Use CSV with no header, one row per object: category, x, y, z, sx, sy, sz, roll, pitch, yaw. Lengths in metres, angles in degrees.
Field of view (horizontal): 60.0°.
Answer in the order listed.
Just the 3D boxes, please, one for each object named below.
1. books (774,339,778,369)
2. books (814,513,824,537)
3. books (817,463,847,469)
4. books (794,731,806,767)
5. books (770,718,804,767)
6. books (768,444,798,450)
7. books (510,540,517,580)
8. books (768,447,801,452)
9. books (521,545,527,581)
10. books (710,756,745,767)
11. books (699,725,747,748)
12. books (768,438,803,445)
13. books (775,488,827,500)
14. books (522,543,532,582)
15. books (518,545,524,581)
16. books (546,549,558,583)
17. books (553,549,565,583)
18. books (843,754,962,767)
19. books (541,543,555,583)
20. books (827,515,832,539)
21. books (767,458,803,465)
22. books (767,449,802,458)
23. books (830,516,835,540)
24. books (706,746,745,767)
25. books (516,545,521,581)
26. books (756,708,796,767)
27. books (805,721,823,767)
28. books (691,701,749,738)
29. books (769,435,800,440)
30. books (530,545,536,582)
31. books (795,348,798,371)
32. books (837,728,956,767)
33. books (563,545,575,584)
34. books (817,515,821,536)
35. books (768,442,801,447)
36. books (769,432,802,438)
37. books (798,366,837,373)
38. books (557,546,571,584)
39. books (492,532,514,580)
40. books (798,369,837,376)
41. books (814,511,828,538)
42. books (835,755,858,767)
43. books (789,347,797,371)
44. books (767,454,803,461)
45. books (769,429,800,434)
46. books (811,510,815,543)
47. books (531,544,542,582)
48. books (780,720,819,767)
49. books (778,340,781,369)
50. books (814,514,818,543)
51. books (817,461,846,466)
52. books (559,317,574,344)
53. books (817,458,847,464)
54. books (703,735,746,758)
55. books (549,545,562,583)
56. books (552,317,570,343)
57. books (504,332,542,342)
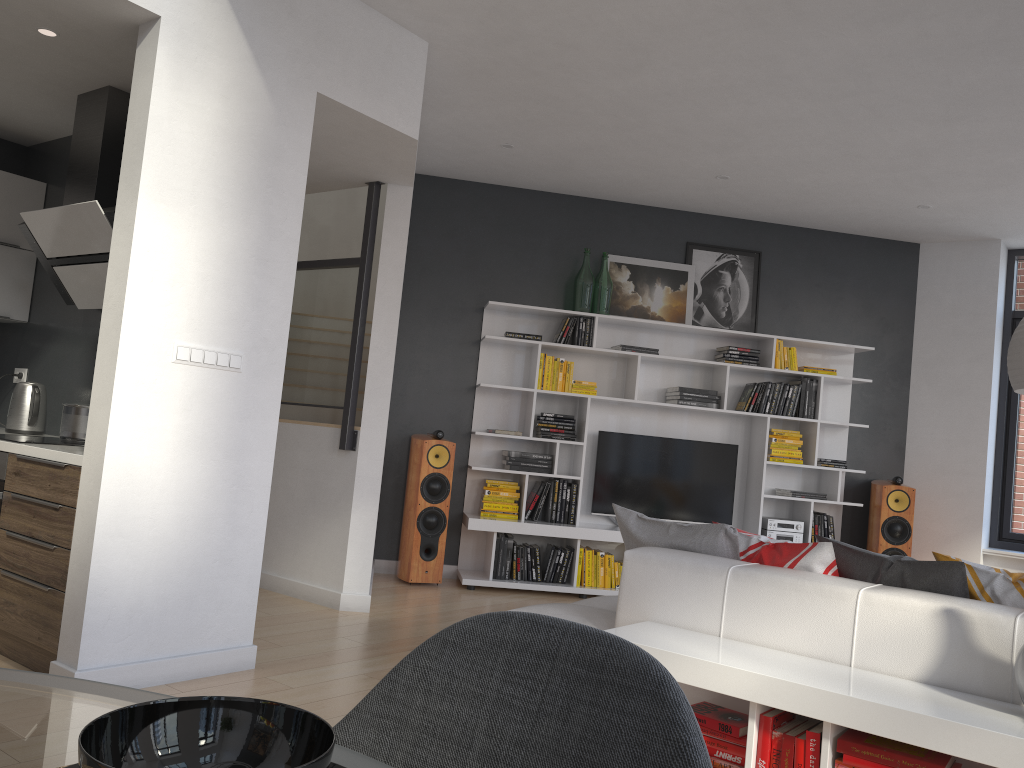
books,1.996,-0.224,6.794,0.041,0.229,0.161,6,-4,-9
books,2.341,1.116,6.800,0.050,0.242,0.169,6,-4,-8
books,2.443,0.631,6.831,0.213,0.023,0.161,6,-4,-4
books,0.829,1.099,2.466,0.042,0.259,0.195,3,-5,37
books,0.777,1.099,2.516,0.031,0.255,0.181,3,-5,37
books,2.073,0.486,6.836,0.217,0.023,0.145,6,-4,-4
books,0.004,1.266,6.403,0.053,0.268,0.202,6,-4,-8
books,2.077,0.505,6.855,0.251,0.014,0.189,6,-4,-5
books,0.083,1.287,6.395,0.050,0.242,0.169,6,-4,-8
books,0.622,1.118,2.685,0.257,0.025,0.182,3,-5,37
books,0.629,1.040,2.694,0.254,0.025,0.178,3,-5,37
books,2.097,0.443,6.857,0.239,0.033,0.176,6,-4,-5
books,2.224,0.850,6.835,0.310,0.047,0.250,7,-4,-12
books,0.110,1.285,6.410,0.066,0.255,0.193,6,-4,-8
books,0.059,1.288,6.399,0.049,0.236,0.170,6,-4,-7
books,0.276,1.309,6.420,0.069,0.242,0.172,6,-4,-7
books,0.324,1.313,6.439,0.071,0.243,0.179,6,-4,-9
books,1.028,1.000,2.333,0.266,0.026,0.187,3,-4,32
books,0.252,1.298,6.446,0.066,0.260,0.197,6,-4,-8
books,2.399,1.123,6.811,0.066,0.242,0.177,6,-4,-8
books,2.077,0.591,6.824,0.257,0.028,0.194,6,-4,-3
books,2.079,0.533,6.840,0.243,0.042,0.189,6,-4,-8
books,2.427,1.132,6.847,0.077,0.233,0.179,6,-4,-8
books,0.630,1.095,2.702,0.261,0.028,0.191,3,-5,37
books,0.035,1.285,6.402,0.053,0.240,0.189,6,-4,-7
books,0.750,1.080,2.536,0.036,0.294,0.208,3,-5,37
books,0.861,1.086,2.450,0.049,0.291,0.214,3,-5,37
books,0.632,1.013,2.684,0.206,0.029,0.152,2,-5,43
books,2.093,0.415,6.860,0.227,0.022,0.160,5,-4,8
books,0.140,1.293,6.406,0.066,0.242,0.177,6,-4,-8
books,2.160,-0.184,6.825,0.044,0.184,0.142,6,-4,-7
books,1.021,0.970,2.352,0.259,0.034,0.206,3,-4,34
books,0.394,1.313,6.462,0.066,0.260,0.197,6,-4,-8
books,2.318,1.118,6.804,0.049,0.236,0.170,6,-4,-7
books,2.084,0.468,6.856,0.239,0.019,0.171,6,-4,-8
books,2.104,0.393,6.859,0.223,0.023,0.163,6,-4,-4
books,2.352,-0.107,6.890,0.257,0.024,0.203,6,-4,-5
books,0.361,1.314,6.456,0.084,0.249,0.191,6,-4,-8
books,-0.083,1.235,6.397,0.128,0.321,0.259,6,-4,-8
books,2.354,-0.081,6.881,0.257,0.028,0.194,6,-4,-3
books,2.369,1.115,6.815,0.066,0.255,0.193,6,-4,-8
books,1.014,1.025,2.348,0.257,0.025,0.182,3,-5,37
books,2.138,-0.186,6.814,0.064,0.184,0.141,6,-4,-7
books,2.075,0.566,6.833,0.257,0.024,0.203,6,-4,-5
books,2.094,0.370,6.881,0.223,0.023,0.163,6,-4,-4
books,2.263,1.096,6.808,0.053,0.268,0.202,6,-4,-8
books,0.174,1.293,6.414,0.083,0.249,0.191,6,-4,-8
books,0.805,1.100,2.497,0.034,0.259,0.207,3,-5,37
books,2.016,-0.219,6.816,0.041,0.224,0.163,6,-4,-10
books,2.293,1.115,6.808,0.053,0.240,0.189,6,-4,-7
books,2.443,0.612,6.835,0.198,0.015,0.142,6,-4,-9
books,0.392,-0.386,6.633,0.087,0.214,0.171,6,-4,-7
books,2.445,0.594,6.851,0.213,0.023,0.161,6,-4,-4
books,0.626,1.066,2.689,0.269,0.028,0.179,3,-5,38
books,0.297,1.306,6.449,0.075,0.254,0.192,6,-4,-9
books,0.361,-0.390,6.622,0.096,0.213,0.166,6,-4,-9
books,0.078,-0.339,6.564,0.268,0.046,0.208,6,-4,-4
